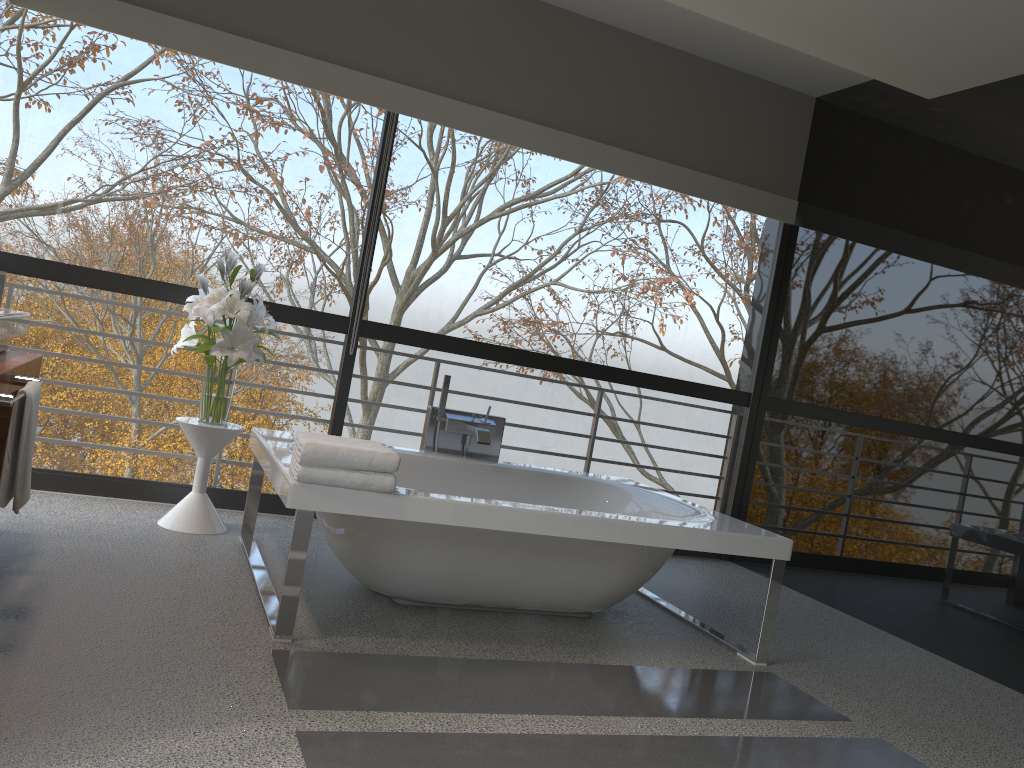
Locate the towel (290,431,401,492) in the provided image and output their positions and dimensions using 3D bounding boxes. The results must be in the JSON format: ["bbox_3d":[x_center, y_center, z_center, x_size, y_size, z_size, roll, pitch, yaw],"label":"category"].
[{"bbox_3d":[-0.554,0.262,2.929,0.321,0.145,0.305,10,1,-19],"label":"towel"}]

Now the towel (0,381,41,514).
[{"bbox_3d":[-1.396,0.181,2.547,0.079,0.368,0.303,10,1,-21],"label":"towel"}]

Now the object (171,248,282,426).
[{"bbox_3d":[-1.312,-0.214,4.034,0.450,0.796,0.460,10,1,6],"label":"object"}]

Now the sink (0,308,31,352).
[{"bbox_3d":[-1.801,-0.243,2.863,0.352,0.266,0.751,10,1,-22],"label":"sink"}]

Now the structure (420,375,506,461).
[{"bbox_3d":[-0.222,0.423,4.300,0.402,0.885,0.330,10,1,-22],"label":"structure"}]

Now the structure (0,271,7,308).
[{"bbox_3d":[-1.983,0.068,3.260,0.069,0.988,0.303,10,1,-22],"label":"structure"}]

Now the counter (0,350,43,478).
[{"bbox_3d":[-1.641,0.288,2.378,0.524,0.704,1.849,10,1,-22],"label":"counter"}]

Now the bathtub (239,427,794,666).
[{"bbox_3d":[-0.075,0.649,3.724,1.957,0.504,1.328,10,1,-22],"label":"bathtub"}]

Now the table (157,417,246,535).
[{"bbox_3d":[-1.416,0.414,4.050,0.307,0.478,0.308,10,1,-38],"label":"table"}]
